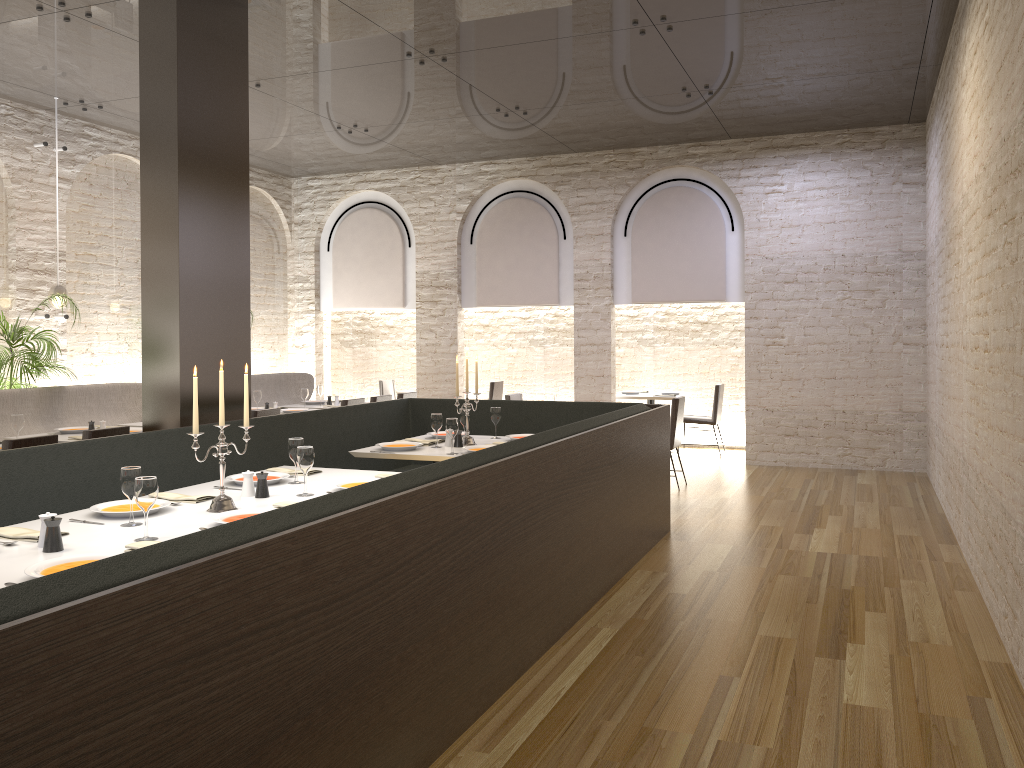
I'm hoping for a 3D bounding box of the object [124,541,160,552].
[{"bbox_3d":[-1.191,0.574,3.088,0.273,0.033,0.143,1,3,22],"label":"object"}]

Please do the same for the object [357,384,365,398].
[{"bbox_3d":[-1.767,0.111,10.388,0.086,0.231,0.086,-1,1,-38],"label":"object"}]

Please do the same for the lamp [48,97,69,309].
[{"bbox_3d":[-4.398,-1.747,8.573,0.178,2.040,0.178,0,0,1],"label":"lamp"}]

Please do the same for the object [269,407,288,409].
[{"bbox_3d":[-2.577,0.262,9.575,0.273,0.033,0.143,1,3,22],"label":"object"}]

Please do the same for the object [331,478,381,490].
[{"bbox_3d":[-0.722,0.503,4.334,0.322,0.036,0.322,1,3,17],"label":"object"}]

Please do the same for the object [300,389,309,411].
[{"bbox_3d":[-2.186,0.165,9.341,0.086,0.231,0.086,-1,1,-38],"label":"object"}]

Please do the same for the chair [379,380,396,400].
[{"bbox_3d":[-1.652,0.396,13.156,0.565,0.905,0.412,0,1,22],"label":"chair"}]

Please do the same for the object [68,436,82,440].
[{"bbox_3d":[-3.182,0.409,6.667,0.273,0.033,0.143,1,3,22],"label":"object"}]

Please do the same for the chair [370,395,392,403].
[{"bbox_3d":[-1.615,0.573,9.571,0.565,0.905,0.412,0,1,22],"label":"chair"}]

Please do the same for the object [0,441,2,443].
[{"bbox_3d":[-3.837,0.425,6.425,0.273,0.033,0.143,1,3,22],"label":"object"}]

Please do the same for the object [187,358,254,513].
[{"bbox_3d":[-1.254,0.217,3.833,0.131,0.656,0.390,0,1,33],"label":"object"}]

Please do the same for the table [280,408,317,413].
[{"bbox_3d":[-2.465,0.670,9.167,0.936,0.760,1.011,0,2,22],"label":"table"}]

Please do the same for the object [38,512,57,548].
[{"bbox_3d":[-1.665,0.523,3.181,0.069,0.126,0.069,1,1,45],"label":"object"}]

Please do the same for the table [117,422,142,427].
[{"bbox_3d":[-2.875,0.723,8.143,0.936,0.760,1.011,0,2,22],"label":"table"}]

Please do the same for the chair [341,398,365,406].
[{"bbox_3d":[-1.823,0.600,9.051,0.565,0.905,0.412,0,1,22],"label":"chair"}]

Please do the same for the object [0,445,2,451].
[{"bbox_3d":[-3.482,0.441,5.913,0.321,0.036,0.322,0,3,0],"label":"object"}]

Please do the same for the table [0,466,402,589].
[{"bbox_3d":[-1.297,0.927,3.820,1.100,0.759,2.541,0,3,22],"label":"table"}]

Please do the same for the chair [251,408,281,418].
[{"bbox_3d":[-2.346,0.667,7.742,0.565,0.905,0.412,0,1,22],"label":"chair"}]

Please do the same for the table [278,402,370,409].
[{"bbox_3d":[-2.042,0.615,10.226,0.936,0.760,1.011,0,2,22],"label":"table"}]

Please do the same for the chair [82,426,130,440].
[{"bbox_3d":[-2.984,0.749,6.149,0.565,0.905,0.412,0,1,22],"label":"chair"}]

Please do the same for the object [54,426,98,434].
[{"bbox_3d":[-3.545,0.378,7.202,0.321,0.036,0.322,0,3,0],"label":"object"}]

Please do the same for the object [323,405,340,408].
[{"bbox_3d":[-1.933,0.248,9.788,0.273,0.033,0.143,1,3,22],"label":"object"}]

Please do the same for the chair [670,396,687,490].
[{"bbox_3d":[1.459,0.582,9.012,0.565,0.905,0.412,0,1,22],"label":"chair"}]

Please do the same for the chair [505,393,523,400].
[{"bbox_3d":[0.241,0.565,9.500,0.565,0.905,0.412,0,1,22],"label":"chair"}]

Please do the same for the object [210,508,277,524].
[{"bbox_3d":[-1.038,0.543,3.544,0.321,0.036,0.322,2,4,42],"label":"object"}]

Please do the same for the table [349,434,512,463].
[{"bbox_3d":[-0.347,0.804,6.194,1.100,0.760,1.189,0,2,22],"label":"table"}]

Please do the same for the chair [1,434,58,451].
[{"bbox_3d":[-3.203,0.778,5.600,0.565,0.905,0.412,0,1,22],"label":"chair"}]

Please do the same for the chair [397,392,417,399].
[{"bbox_3d":[-1.400,0.545,10.107,0.565,0.905,0.412,0,1,22],"label":"chair"}]

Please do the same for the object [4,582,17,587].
[{"bbox_3d":[-1.420,0.600,2.599,0.181,0.015,0.038,1,3,23],"label":"object"}]

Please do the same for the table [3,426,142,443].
[{"bbox_3d":[-3.290,0.777,7.104,0.936,0.760,1.011,0,2,22],"label":"table"}]

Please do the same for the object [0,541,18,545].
[{"bbox_3d":[-1.861,0.572,3.216,0.181,0.015,0.038,1,3,23],"label":"object"}]

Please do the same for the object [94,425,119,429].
[{"bbox_3d":[-3.402,0.369,7.513,0.273,0.033,0.143,1,3,22],"label":"object"}]

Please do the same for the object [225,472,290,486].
[{"bbox_3d":[-1.310,0.494,4.571,0.322,0.036,0.322,1,3,17],"label":"object"}]

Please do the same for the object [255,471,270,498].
[{"bbox_3d":[-1.170,0.472,4.150,0.069,0.126,0.069,0,1,16],"label":"object"}]

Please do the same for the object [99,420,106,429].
[{"bbox_3d":[-3.262,0.344,7.064,0.059,0.109,0.059,0,1,13],"label":"object"}]

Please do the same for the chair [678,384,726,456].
[{"bbox_3d":[2.459,0.453,11.511,0.565,0.905,0.412,0,1,22],"label":"chair"}]

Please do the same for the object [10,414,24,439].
[{"bbox_3d":[-3.450,0.329,6.181,0.086,0.231,0.086,-1,1,-26],"label":"object"}]

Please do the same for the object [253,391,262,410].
[{"bbox_3d":[-2.591,0.184,9.015,0.086,0.231,0.086,-1,1,-38],"label":"object"}]

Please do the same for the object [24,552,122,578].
[{"bbox_3d":[-1.345,0.583,2.776,0.321,0.036,0.322,0,3,-2],"label":"object"}]

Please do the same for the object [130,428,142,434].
[{"bbox_3d":[-3.047,0.385,7.000,0.321,0.036,0.322,0,3,0],"label":"object"}]

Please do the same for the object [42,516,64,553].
[{"bbox_3d":[-1.608,0.526,3.104,0.069,0.126,0.069,-1,1,-37],"label":"object"}]

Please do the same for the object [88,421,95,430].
[{"bbox_3d":[-3.344,0.345,7.048,0.059,0.109,0.059,0,1,13],"label":"object"}]

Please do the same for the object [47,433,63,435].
[{"bbox_3d":[-3.618,0.397,7.033,0.185,0.010,0.017,1,2,22],"label":"object"}]

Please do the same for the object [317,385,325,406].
[{"bbox_3d":[-2.172,0.130,10.061,0.086,0.231,0.086,-1,1,-38],"label":"object"}]

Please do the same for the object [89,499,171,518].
[{"bbox_3d":[-1.626,0.535,3.782,0.321,0.036,0.322,2,4,42],"label":"object"}]

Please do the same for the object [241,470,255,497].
[{"bbox_3d":[-1.245,0.471,4.184,0.069,0.126,0.069,0,1,16],"label":"object"}]

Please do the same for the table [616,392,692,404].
[{"bbox_3d":[1.842,0.516,11.764,0.936,0.760,1.011,0,2,22],"label":"table"}]

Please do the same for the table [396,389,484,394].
[{"bbox_3d":[-1.038,0.477,12.916,0.936,0.760,1.011,0,2,22],"label":"table"}]

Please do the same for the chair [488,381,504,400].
[{"bbox_3d":[-0.434,0.413,12.668,0.565,0.905,0.412,0,1,22],"label":"chair"}]

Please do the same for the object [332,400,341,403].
[{"bbox_3d":[-2.153,0.207,10.634,0.273,0.033,0.143,1,3,22],"label":"object"}]

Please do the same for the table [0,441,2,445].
[{"bbox_3d":[-3.725,0.833,6.017,0.936,0.760,1.011,0,2,22],"label":"table"}]
